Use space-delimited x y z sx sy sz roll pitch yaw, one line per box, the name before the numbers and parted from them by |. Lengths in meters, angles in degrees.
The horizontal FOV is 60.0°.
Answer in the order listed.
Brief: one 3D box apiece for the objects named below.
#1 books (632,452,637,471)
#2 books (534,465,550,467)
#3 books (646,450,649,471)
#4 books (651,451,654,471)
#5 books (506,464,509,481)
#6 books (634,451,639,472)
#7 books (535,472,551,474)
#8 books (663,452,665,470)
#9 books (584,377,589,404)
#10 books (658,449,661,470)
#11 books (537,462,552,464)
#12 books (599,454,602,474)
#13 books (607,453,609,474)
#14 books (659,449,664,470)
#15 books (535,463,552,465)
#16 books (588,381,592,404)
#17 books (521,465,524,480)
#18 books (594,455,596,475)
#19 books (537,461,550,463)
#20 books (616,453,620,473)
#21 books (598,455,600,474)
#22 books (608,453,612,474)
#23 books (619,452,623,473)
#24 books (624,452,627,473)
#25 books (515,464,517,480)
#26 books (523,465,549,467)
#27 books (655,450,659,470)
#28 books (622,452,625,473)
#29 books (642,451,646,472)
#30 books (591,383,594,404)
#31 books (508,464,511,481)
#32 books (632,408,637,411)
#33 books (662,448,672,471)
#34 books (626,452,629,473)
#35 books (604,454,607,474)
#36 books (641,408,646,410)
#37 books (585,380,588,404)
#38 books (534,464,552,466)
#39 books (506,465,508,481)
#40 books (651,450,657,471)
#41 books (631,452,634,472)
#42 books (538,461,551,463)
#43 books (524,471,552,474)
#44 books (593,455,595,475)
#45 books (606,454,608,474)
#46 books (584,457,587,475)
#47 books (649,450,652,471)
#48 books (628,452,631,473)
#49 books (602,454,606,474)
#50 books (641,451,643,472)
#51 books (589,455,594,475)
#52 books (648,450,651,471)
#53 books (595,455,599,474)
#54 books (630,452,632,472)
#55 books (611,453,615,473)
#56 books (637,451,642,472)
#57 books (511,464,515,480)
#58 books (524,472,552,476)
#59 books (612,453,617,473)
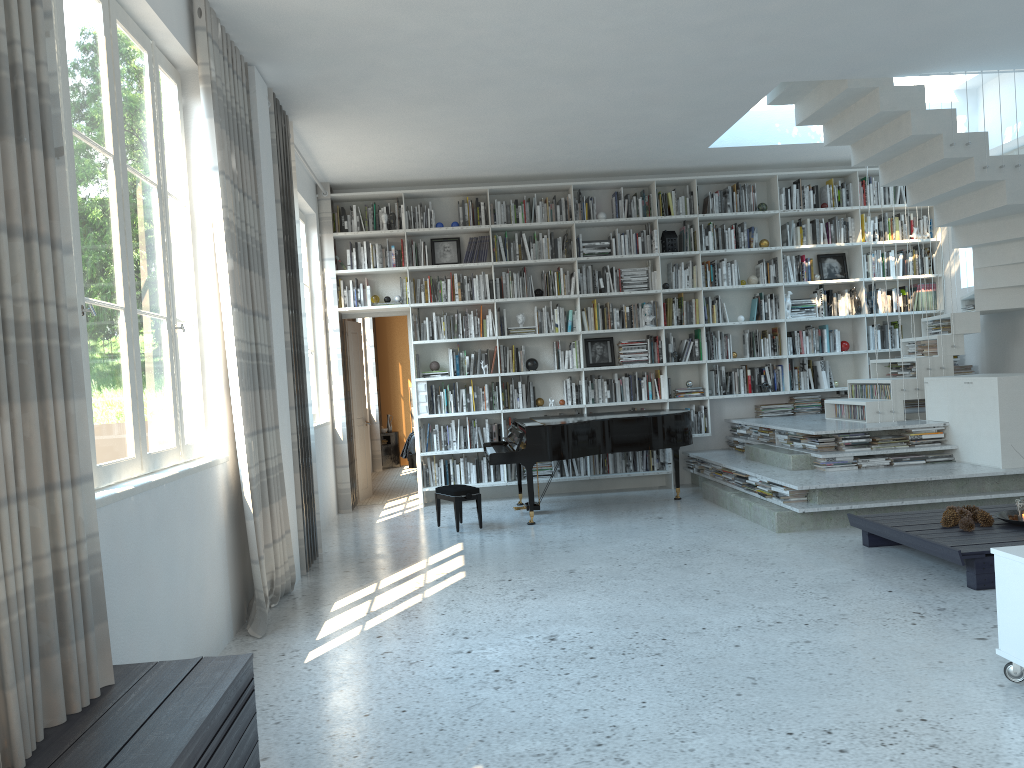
books | 1.251 0.790 9.135 0.040 0.212 0.129 -4 1 -4
books | 0.254 0.836 9.059 0.254 0.006 0.161 -4 0 -5
books | 1.370 0.730 9.111 0.013 0.317 0.186 -4 1 -4
books | 1.430 0.789 9.135 0.024 0.191 0.155 -4 1 -4
books | -0.052 0.864 9.043 0.012 0.230 0.138 -4 1 -4
books | 1.278 0.792 9.105 0.010 0.206 0.180 -4 1 -4
books | 0.263 0.908 9.054 0.254 0.007 0.161 -4 0 -8
books | 1.545 0.787 9.142 0.023 0.182 0.148 -4 1 -4
books | 0.765 0.065 9.075 0.011 0.275 0.146 -4 1 -4
books | 1.496 0.752 9.132 0.013 0.256 0.176 -4 1 -4
books | 0.256 0.803 9.054 0.285 0.005 0.159 -4 0 -7
books | 0.902 0.763 9.095 0.034 0.311 0.170 -4 1 -4
books | 0.972 0.786 9.113 0.012 0.255 0.150 -4 1 -4
books | 1.519 0.770 9.127 0.029 0.218 0.191 -4 1 -4
books | 0.254 0.814 9.051 0.285 0.005 0.159 -4 0 -8
books | 0.786 0.084 9.066 0.027 0.234 0.167 -4 1 -4
books | 0.092 0.829 9.048 0.027 0.282 0.129 -4 1 -4
books | 0.831 0.753 9.097 0.014 0.340 0.139 -4 1 -4
books | 0.255 0.792 9.060 0.254 0.006 0.161 -4 0 -4
books | 1.077 0.790 9.117 0.030 0.235 0.138 -4 1 -4
books | 0.878 0.751 9.093 0.012 0.337 0.144 -4 1 -4
books | 0.995 0.809 9.090 0.028 0.206 0.174 -4 1 -4
books | 1.105 0.775 9.118 0.028 0.261 0.132 -4 1 -4
books | 1.150 0.760 9.106 0.013 0.285 0.185 -4 1 -4
books | 0.043 0.857 9.036 0.023 0.231 0.164 -4 1 -4
books | 0.254 0.830 9.059 0.285 0.005 0.159 -4 0 -3
books | 1.476 0.768 9.139 0.028 0.227 0.162 -4 1 -4
books | 1.133 0.802 9.119 0.024 0.203 0.144 -4 1 -4
books | 1.344 0.765 9.105 0.044 0.251 0.187 -4 1 -4
books | 0.812 0.095 9.080 0.024 0.208 0.170 -4 1 -4
books | -0.033 0.879 9.040 0.025 0.198 0.160 -4 1 -4
books | 1.254 0.394 9.046 0.013 0.303 0.181 -4 1 -4
books | 1.577 0.741 9.075 0.038 0.269 0.277 -4 1 -4
books | 1.170 0.795 9.113 0.022 0.213 0.167 -4 1 -4
books | 0.949 0.796 9.106 0.012 0.239 0.128 -4 1 -4
books | 1.347 0.393 9.057 0.015 0.293 0.169 -4 1 -4
books | 0.746 0.082 9.081 0.029 0.244 0.154 -4 1 -4
books | 0.254 0.825 9.059 0.285 0.005 0.159 -4 0 -5
books | -0.066 0.837 9.039 0.012 0.285 0.159 -4 1 -4
books | 1.453 0.781 9.126 0.022 0.205 0.191 -4 1 -4
books | 1.218 0.767 9.124 0.024 0.262 0.131 -4 1 -4
books | 0.256 0.798 9.049 0.254 0.006 0.161 -4 0 -9
books | 0.262 0.900 9.058 0.285 0.007 0.159 -4 0 -2
books | 0.820 0.773 9.080 0.014 0.301 0.184 -4 1 -4
books | 0.959 0.776 9.111 0.012 0.276 0.154 -4 1 -4
books | 0.745 0.809 9.103 0.021 0.237 0.115 -4 1 -4
books | 1.411 0.757 9.123 0.011 0.258 0.171 -4 1 -4
books | 1.184 0.733 9.104 0.014 0.336 0.182 -4 1 -4
books | 0.931 0.793 9.108 0.022 0.247 0.143 -4 1 -4
books | 1.314 0.746 9.113 0.011 0.293 0.184 -4 1 -4
books | 0.801 0.797 9.078 0.026 0.256 0.183 -4 1 -4
books | 1.391 0.768 9.137 0.028 0.239 0.140 -4 1 -4
books | 0.862 0.789 9.102 0.025 0.264 0.145 -4 1 -4
books | 1.199 0.755 9.107 0.014 0.288 0.184 -4 1 -4
books | 1.022 0.812 9.122 0.030 0.197 0.143 -4 1 -4
books | 1.297 0.788 9.111 0.029 0.210 0.170 -4 1 -4
books | 0.006 0.883 9.036 0.053 0.184 0.148 -4 1 -4
books | 0.264 0.915 9.051 0.285 0.007 0.159 -4 0 1
books | 1.047 0.762 9.112 0.026 0.294 0.155 -4 1 -4
